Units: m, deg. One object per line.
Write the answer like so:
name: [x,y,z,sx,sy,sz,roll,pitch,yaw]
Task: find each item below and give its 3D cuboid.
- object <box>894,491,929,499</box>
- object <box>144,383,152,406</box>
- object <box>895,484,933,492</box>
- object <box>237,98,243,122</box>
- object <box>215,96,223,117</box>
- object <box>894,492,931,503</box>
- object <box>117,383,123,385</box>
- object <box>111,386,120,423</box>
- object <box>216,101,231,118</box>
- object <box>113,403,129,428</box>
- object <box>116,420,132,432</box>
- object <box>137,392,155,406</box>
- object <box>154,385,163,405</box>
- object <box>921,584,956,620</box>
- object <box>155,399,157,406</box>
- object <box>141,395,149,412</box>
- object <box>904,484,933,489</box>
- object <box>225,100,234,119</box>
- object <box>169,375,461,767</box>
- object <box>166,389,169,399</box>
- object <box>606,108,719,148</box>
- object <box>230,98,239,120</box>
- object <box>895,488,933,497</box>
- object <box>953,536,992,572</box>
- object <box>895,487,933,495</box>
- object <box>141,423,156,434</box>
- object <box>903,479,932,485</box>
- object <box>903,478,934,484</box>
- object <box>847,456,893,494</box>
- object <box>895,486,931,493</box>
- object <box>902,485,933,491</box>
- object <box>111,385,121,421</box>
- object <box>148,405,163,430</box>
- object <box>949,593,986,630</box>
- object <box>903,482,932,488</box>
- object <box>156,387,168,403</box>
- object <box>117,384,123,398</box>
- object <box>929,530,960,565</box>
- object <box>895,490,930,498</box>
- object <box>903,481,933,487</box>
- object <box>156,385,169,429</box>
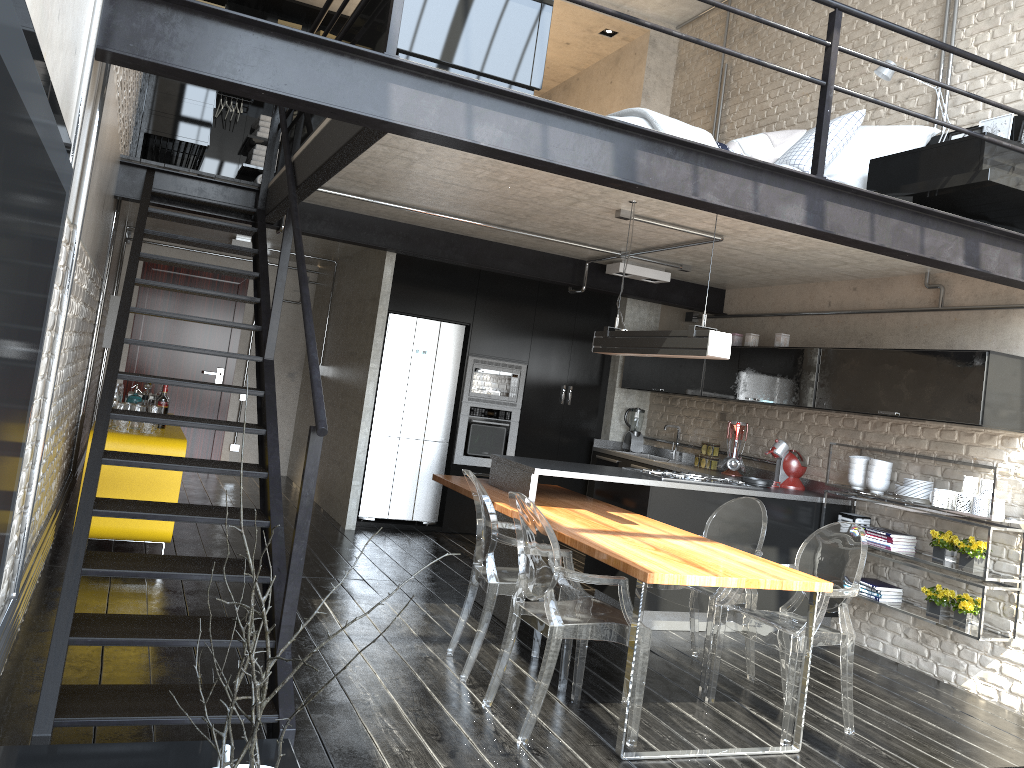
object: [2.467,0.691,5.399,0.252,0.031,0.250,8,0,35]
object: [-2.540,0.131,6.134,0.114,0.293,0.114,8,-3,5]
object: [2.472,0.650,5.401,0.252,0.031,0.250,8,0,35]
object: [-3.008,-3.069,9.828,0.010,0.220,0.430,10,-2,-23]
object: [-3.219,-3.099,9.767,0.010,0.220,0.430,10,-2,-28]
object: [2.466,0.699,5.398,0.252,0.031,0.250,8,0,35]
object: [-2.811,0.116,6.263,0.093,0.245,0.092,6,-4,28]
object: [-2.674,0.134,5.907,0.093,0.245,0.092,6,-4,28]
object: [-3.182,-3.093,9.812,0.010,0.220,0.431,11,-3,-39]
object: [-2.504,0.201,5.649,0.087,0.156,0.087,8,-3,-10]
object: [-2.378,0.235,5.423,0.096,0.120,0.095,7,-3,29]
object: [-2.591,0.164,6.252,0.100,0.212,0.100,8,-3,-8]
object: [-2.536,0.119,6.374,0.072,0.322,0.073,10,-4,-32]
object: [2.494,1.266,5.156,0.182,0.192,0.175,8,-2,-11]
object: [-2.490,0.132,6.299,0.081,0.308,0.081,10,-4,-29]
object: [-2.505,0.177,6.007,0.087,0.207,0.087,8,-3,2]
object: [2.475,0.636,5.402,0.170,0.030,0.171,8,0,-19]
object: [-3.120,-3.085,9.813,0.010,0.220,0.430,10,-2,-29]
object: [-0.289,0.393,1.282,0.350,0.784,0.699,10,-3,-26]
object: [-2.442,0.163,6.192,0.067,0.259,0.099,9,-4,-18]
object: [0.532,-1.393,5.880,0.679,0.661,2.519,9,-1,-22]
object: [-3.068,-3.077,9.831,0.010,0.220,0.430,10,-2,-28]
object: [2.469,0.675,5.400,0.252,0.031,0.250,8,0,35]
object: [2.611,0.959,5.009,0.182,0.192,0.175,8,-2,-11]
object: [2.470,0.667,5.400,0.252,0.031,0.250,8,0,35]
object: [-2.277,0.249,5.542,0.095,0.120,0.095,8,-3,-6]
object: [2.479,0.610,5.404,0.170,0.030,0.171,8,0,-19]
object: [2.480,0.602,5.404,0.170,0.030,0.171,8,0,-19]
object: [2.334,0.588,5.783,0.149,0.217,0.310,9,-2,-26]
object: [2.471,0.658,5.401,0.252,0.031,0.250,8,0,35]
object: [2.474,0.645,5.401,0.170,0.030,0.171,8,0,-19]
object: [-2.717,0.128,6.024,0.093,0.245,0.092,6,-4,28]
object: [-2.352,0.223,5.808,0.087,0.156,0.087,8,-3,-10]
object: [2.571,1.275,4.990,0.175,0.192,0.182,8,-2,-1]
object: [2.477,0.627,5.402,0.170,0.030,0.171,8,0,-19]
object: [-2.410,0.129,6.095,0.079,0.330,0.080,10,-4,-32]
object: [-2.761,0.123,6.149,0.093,0.245,0.092,6,-4,28]
object: [2.535,0.949,5.183,0.175,0.192,0.182,8,-2,-1]
object: [2.468,0.683,5.399,0.252,0.031,0.250,8,0,35]
object: [2.478,0.619,5.403,0.170,0.030,0.171,8,0,-19]
object: [-2.366,0.147,5.991,0.081,0.310,0.081,10,-4,-31]
